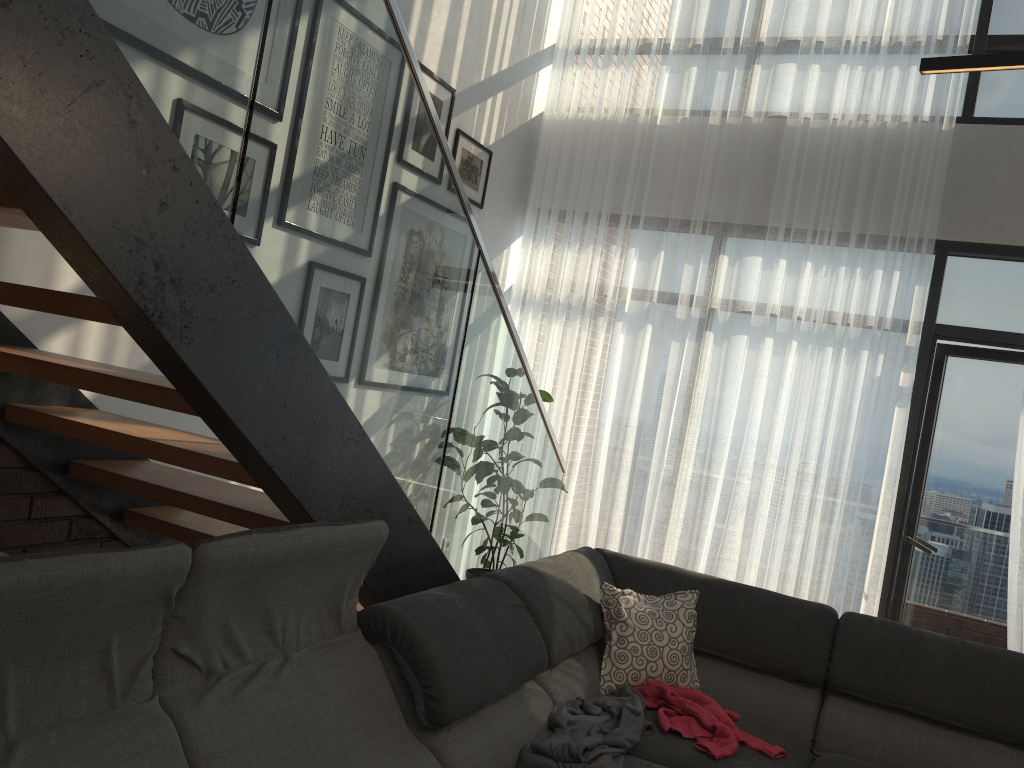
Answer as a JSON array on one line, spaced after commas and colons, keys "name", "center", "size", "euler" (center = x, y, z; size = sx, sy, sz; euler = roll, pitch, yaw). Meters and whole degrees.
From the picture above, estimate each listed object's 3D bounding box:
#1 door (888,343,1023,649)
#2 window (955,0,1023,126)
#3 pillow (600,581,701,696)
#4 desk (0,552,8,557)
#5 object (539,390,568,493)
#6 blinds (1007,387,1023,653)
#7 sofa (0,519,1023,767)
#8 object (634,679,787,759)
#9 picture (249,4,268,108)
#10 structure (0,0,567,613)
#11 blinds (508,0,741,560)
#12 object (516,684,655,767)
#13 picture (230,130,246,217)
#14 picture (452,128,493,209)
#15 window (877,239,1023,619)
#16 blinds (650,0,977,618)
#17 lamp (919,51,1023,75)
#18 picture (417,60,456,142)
[{"name": "door", "center": [2.623, 0.824, 4.572], "size": [1.118, 1.976, 0.206], "euler": [10, 0, 35]}, {"name": "window", "center": [2.624, -2.577, 4.724], "size": [4.808, 2.500, 0.119], "euler": [10, 0, 25]}, {"name": "pillow", "center": [-0.063, 0.810, 2.092], "size": [0.386, 0.364, 2.734], "euler": [10, 0, 29]}, {"name": "desk", "center": [-1.955, 0.662, 1.253], "size": [0.610, 0.750, 2.182], "euler": [10, 0, 25]}, {"name": "object", "center": [-0.123, 0.614, 5.079], "size": [0.774, 1.463, 0.528], "euler": [10, 0, -44]}, {"name": "blinds", "center": [3.060, -0.931, 4.054], "size": [0.858, 5.579, 0.589], "euler": [10, 0, 2]}, {"name": "sofa", "center": [0.508, 0.970, 1.931], "size": [2.108, 0.995, 3.169], "euler": [10, 0, 26]}, {"name": "object", "center": [0.563, 1.032, 2.788], "size": [0.323, 0.077, 0.536], "euler": [10, 0, -31]}, {"name": "picture", "center": [-1.151, -1.923, 2.692], "size": [0.028, 1.678, 1.785], "euler": [10, 0, 25]}, {"name": "structure", "center": [-1.425, -0.385, 1.394], "size": [1.289, 3.460, 5.660], "euler": [10, 0, 25]}, {"name": "blinds", "center": [0.672, -1.349, 5.256], "size": [1.223, 5.581, 0.218], "euler": [10, 0, 23]}, {"name": "object", "center": [0.220, 1.000, 2.495], "size": [0.411, 0.118, 0.905], "euler": [10, 0, 1]}, {"name": "picture", "center": [-1.079, -0.764, 3.274], "size": [0.025, 0.410, 0.504], "euler": [10, 0, 25]}, {"name": "picture", "center": [-0.233, -1.179, 4.892], "size": [0.025, 0.333, 0.410], "euler": [10, 0, 25]}, {"name": "window", "center": [2.091, 0.477, 4.728], "size": [4.808, 2.501, 0.119], "euler": [10, 0, 25]}, {"name": "blinds", "center": [1.648, -1.177, 4.818], "size": [1.374, 5.581, 0.218], "euler": [10, 0, 23]}, {"name": "lamp", "center": [1.609, -2.202, 1.473], "size": [1.200, 3.645, 0.831], "euler": [10, 0, 35]}, {"name": "picture", "center": [-0.428, -1.298, 4.440], "size": [0.025, 0.504, 0.410], "euler": [10, 0, 25]}]
